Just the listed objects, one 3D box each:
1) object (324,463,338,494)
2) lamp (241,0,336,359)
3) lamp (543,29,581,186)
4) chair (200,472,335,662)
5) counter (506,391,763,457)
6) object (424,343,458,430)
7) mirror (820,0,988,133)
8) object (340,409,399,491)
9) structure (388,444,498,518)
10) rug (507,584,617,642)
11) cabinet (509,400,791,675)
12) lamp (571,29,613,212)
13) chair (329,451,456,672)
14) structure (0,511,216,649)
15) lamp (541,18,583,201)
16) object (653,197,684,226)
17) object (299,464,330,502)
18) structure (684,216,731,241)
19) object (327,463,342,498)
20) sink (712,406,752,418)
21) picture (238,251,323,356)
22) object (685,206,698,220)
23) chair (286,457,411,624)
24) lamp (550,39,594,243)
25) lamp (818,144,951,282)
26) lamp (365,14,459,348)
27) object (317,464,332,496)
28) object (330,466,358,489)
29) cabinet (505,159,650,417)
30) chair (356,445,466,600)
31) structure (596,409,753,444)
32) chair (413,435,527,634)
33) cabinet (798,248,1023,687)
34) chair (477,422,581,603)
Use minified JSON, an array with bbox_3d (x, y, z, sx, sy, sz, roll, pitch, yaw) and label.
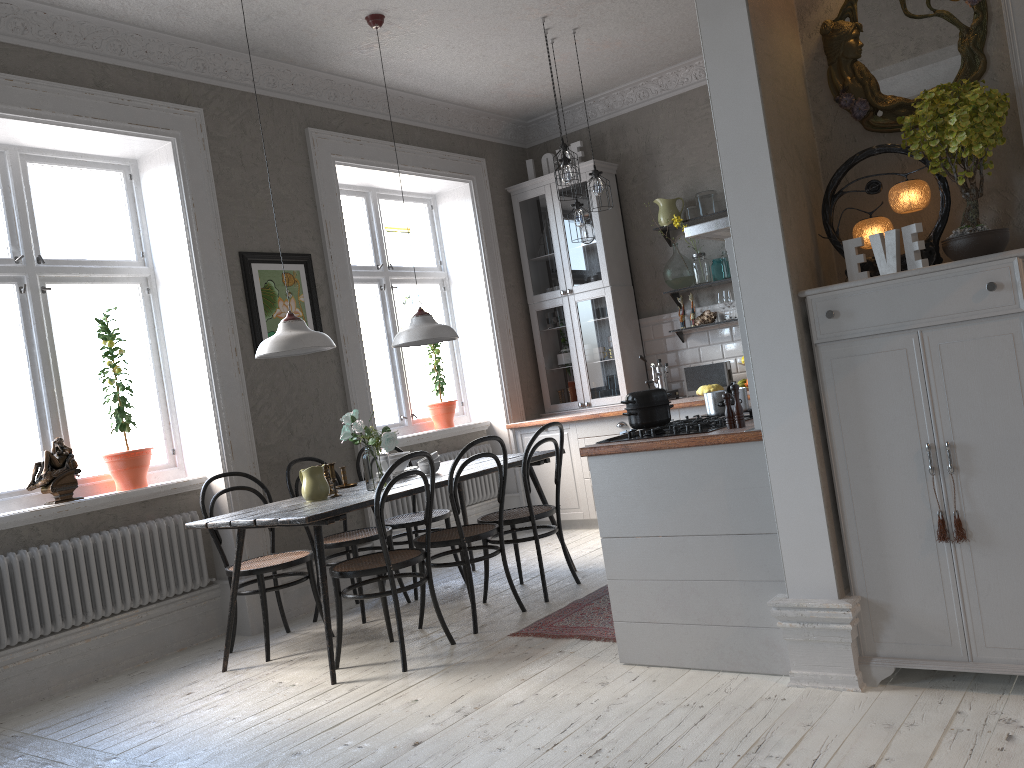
[{"bbox_3d":[-0.964,0.488,4.605,0.095,0.172,0.097,-9,0,19],"label":"object"},{"bbox_3d":[-1.180,-1.064,4.261,0.383,1.858,0.375,-9,0,-15],"label":"lamp"},{"bbox_3d":[0.223,-2.110,5.527,0.144,1.735,0.149,-9,0,24],"label":"lamp"},{"bbox_3d":[-1.282,0.900,4.579,0.537,0.920,0.447,-9,0,45],"label":"chair"},{"bbox_3d":[0.685,0.210,5.287,3.097,0.039,3.459,-9,0,37],"label":"counter"},{"bbox_3d":[-0.575,-0.065,6.765,0.264,0.813,0.255,-9,0,-25],"label":"object"},{"bbox_3d":[1.315,-1.161,2.990,0.522,0.593,0.072,-9,0,37],"label":"mirror"},{"bbox_3d":[-0.690,0.321,4.398,0.305,0.414,0.256,-9,0,36],"label":"object"},{"bbox_3d":[-0.520,0.731,6.502,0.146,0.428,1.247,-9,0,36],"label":"structure"},{"bbox_3d":[0.651,1.053,4.374,0.721,0.014,1.315,-9,0,38],"label":"rug"},{"bbox_3d":[1.188,0.546,5.140,1.997,0.854,4.175,-9,0,-6],"label":"cabinet"},{"bbox_3d":[0.430,-1.959,5.589,0.144,1.735,0.149,-9,0,24],"label":"lamp"},{"bbox_3d":[-0.572,0.786,4.017,0.538,0.920,0.446,-9,0,35],"label":"chair"},{"bbox_3d":[-2.084,0.963,4.454,0.146,0.428,1.247,-9,0,36],"label":"structure"},{"bbox_3d":[0.220,-1.979,5.342,0.147,1.735,0.146,-9,0,-6],"label":"lamp"},{"bbox_3d":[1.190,-1.302,6.703,0.177,0.216,0.187,-9,0,-39],"label":"object"},{"bbox_3d":[-0.982,0.490,4.375,0.150,0.170,0.135,-9,0,-2],"label":"object"},{"bbox_3d":[1.212,-1.570,4.363,0.698,1.596,0.726,-9,0,37],"label":"structure"},{"bbox_3d":[-0.888,0.477,4.409,0.060,0.167,0.058,-9,0,-39],"label":"object"},{"bbox_3d":[1.199,-0.003,4.047,0.517,0.720,0.496,-9,0,37],"label":"sink"},{"bbox_3d":[-1.380,-0.489,5.368,0.019,0.619,0.532,-9,0,38],"label":"picture"},{"bbox_3d":[1.357,-1.275,6.656,0.101,0.111,0.105,-9,0,37],"label":"object"},{"bbox_3d":[-0.942,0.849,5.030,0.538,0.920,0.446,-9,0,35],"label":"chair"},{"bbox_3d":[0.322,-1.781,5.695,0.146,1.735,0.147,-9,0,4],"label":"lamp"},{"bbox_3d":[1.249,-0.514,2.950,0.175,0.558,0.440,-9,0,-45],"label":"lamp"},{"bbox_3d":[-0.628,-1.146,4.983,0.371,1.858,0.387,-9,0,45],"label":"lamp"},{"bbox_3d":[-0.962,0.487,4.511,0.063,0.172,0.061,-9,0,-31],"label":"object"},{"bbox_3d":[-0.925,0.513,4.885,0.137,0.112,0.141,-9,0,20],"label":"object"},{"bbox_3d":[0.547,-0.722,7.144,0.861,1.921,0.395,-9,0,37],"label":"cabinet"},{"bbox_3d":[-0.628,0.802,5.413,0.447,0.920,0.538,-9,0,-40],"label":"chair"},{"bbox_3d":[0.705,0.164,3.609,0.486,0.031,0.618,-9,0,37],"label":"structure"},{"bbox_3d":[-0.246,0.738,4.451,0.537,0.920,0.447,-9,0,45],"label":"chair"},{"bbox_3d":[1.389,0.283,2.817,0.653,1.297,0.391,-9,0,37],"label":"cabinet"},{"bbox_3d":[0.067,0.691,4.831,0.538,0.920,0.446,-9,0,35],"label":"chair"}]
